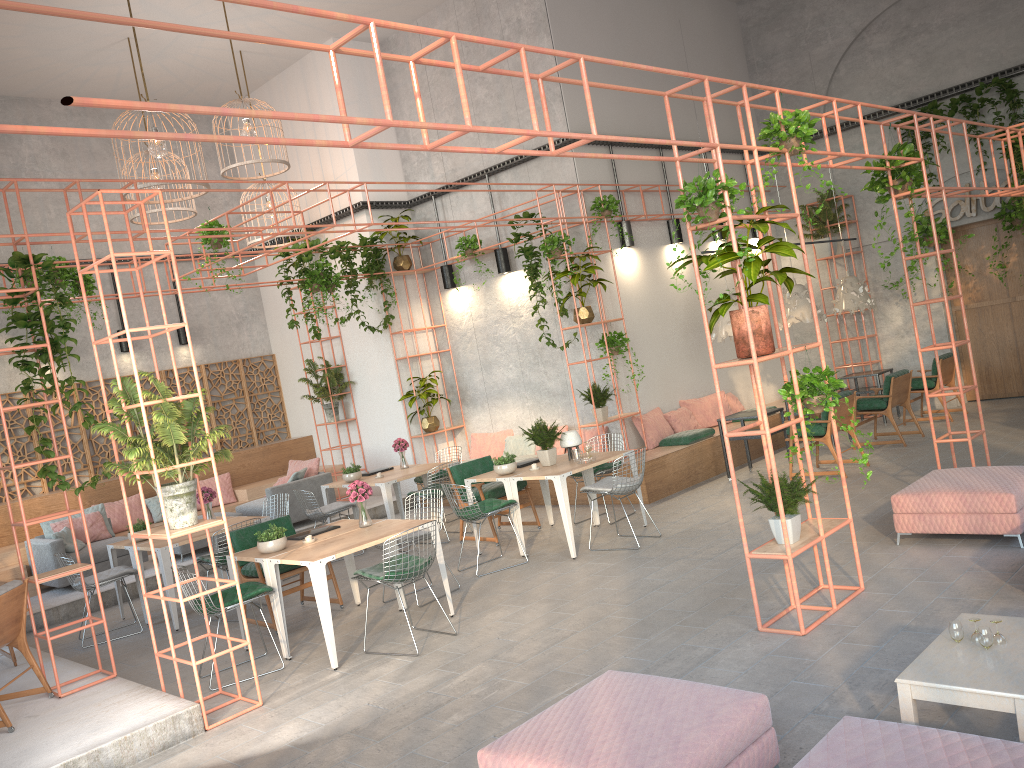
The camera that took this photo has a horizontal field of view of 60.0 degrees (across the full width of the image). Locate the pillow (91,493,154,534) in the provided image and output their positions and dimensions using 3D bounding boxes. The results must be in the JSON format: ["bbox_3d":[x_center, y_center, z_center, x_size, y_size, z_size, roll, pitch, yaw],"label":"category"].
[{"bbox_3d":[-5.671,1.902,12.967,0.276,0.474,0.839,-9,2,36],"label":"pillow"}]

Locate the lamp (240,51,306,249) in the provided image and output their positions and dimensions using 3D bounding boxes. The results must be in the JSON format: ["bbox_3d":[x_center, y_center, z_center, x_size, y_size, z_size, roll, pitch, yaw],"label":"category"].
[{"bbox_3d":[-3.886,-3.861,13.426,0.883,3.476,0.883,-10,2,8],"label":"lamp"}]

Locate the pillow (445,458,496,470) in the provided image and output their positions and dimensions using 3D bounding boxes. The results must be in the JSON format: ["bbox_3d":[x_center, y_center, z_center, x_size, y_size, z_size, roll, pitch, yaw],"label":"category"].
[{"bbox_3d":[-0.628,1.217,13.297,0.491,0.149,0.637,-12,3,-44],"label":"pillow"}]

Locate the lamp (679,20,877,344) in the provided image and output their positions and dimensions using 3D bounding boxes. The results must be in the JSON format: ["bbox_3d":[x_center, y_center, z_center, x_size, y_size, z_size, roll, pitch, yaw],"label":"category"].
[{"bbox_3d":[3.687,-2.788,12.301,0.704,4.052,4.456,-9,3,45],"label":"lamp"}]

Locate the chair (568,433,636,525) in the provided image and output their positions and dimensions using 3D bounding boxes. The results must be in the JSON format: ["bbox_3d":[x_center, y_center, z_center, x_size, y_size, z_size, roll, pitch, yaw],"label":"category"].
[{"bbox_3d":[1.001,1.095,10.219,0.717,0.941,0.565,-12,3,-43],"label":"chair"}]

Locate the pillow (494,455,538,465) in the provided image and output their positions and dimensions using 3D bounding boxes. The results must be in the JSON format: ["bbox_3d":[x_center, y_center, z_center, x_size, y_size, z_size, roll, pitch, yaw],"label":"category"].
[{"bbox_3d":[0.103,1.106,12.554,0.491,0.149,0.637,-12,3,-44],"label":"pillow"}]

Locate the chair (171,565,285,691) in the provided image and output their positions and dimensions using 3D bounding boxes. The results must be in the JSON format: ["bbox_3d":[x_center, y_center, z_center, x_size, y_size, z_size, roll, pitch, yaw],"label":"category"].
[{"bbox_3d":[-2.198,1.801,6.932,0.717,0.941,0.565,-12,2,-29],"label":"chair"}]

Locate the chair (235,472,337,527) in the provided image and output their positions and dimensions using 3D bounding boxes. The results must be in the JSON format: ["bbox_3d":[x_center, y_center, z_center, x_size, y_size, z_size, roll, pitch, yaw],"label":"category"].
[{"bbox_3d":[-3.319,1.734,12.997,1.127,0.672,1.052,-9,3,45],"label":"chair"}]

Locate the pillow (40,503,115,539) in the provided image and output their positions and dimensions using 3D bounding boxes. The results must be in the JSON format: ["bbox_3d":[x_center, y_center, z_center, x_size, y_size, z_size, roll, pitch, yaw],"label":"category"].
[{"bbox_3d":[-5.751,1.907,11.739,0.839,0.474,0.276,-12,3,-44],"label":"pillow"}]

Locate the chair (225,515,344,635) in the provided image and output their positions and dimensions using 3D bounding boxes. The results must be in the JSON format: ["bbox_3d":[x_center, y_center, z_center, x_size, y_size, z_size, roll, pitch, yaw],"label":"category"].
[{"bbox_3d":[-2.145,1.748,8.304,0.685,0.917,0.722,-9,3,45],"label":"chair"}]

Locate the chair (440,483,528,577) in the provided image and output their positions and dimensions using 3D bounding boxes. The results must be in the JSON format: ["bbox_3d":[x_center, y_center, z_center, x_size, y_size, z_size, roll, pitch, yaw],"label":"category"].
[{"bbox_3d":[-0.281,1.377,8.905,0.717,0.941,0.565,-12,2,-29],"label":"chair"}]

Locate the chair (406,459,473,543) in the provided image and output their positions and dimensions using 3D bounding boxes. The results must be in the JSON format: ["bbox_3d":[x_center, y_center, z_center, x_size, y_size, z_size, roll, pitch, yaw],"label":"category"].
[{"bbox_3d":[-0.908,1.427,10.858,0.717,0.941,0.565,-9,3,41],"label":"chair"}]

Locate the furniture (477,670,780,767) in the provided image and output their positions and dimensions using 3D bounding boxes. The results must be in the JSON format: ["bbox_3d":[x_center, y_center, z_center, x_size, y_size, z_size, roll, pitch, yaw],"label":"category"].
[{"bbox_3d":[0.515,1.655,3.885,0.941,0.446,0.976,-9,3,45],"label":"furniture"}]

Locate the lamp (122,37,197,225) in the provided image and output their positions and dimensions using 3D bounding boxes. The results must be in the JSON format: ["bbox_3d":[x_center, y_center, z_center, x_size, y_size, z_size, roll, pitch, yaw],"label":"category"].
[{"bbox_3d":[-5.143,-4.013,12.245,0.883,3.476,0.883,-10,2,8],"label":"lamp"}]

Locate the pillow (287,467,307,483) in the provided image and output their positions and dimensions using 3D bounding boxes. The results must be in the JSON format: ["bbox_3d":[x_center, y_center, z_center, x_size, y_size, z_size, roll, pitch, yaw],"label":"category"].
[{"bbox_3d":[-3.151,1.435,12.886,0.308,0.349,0.495,-10,2,5],"label":"pillow"}]

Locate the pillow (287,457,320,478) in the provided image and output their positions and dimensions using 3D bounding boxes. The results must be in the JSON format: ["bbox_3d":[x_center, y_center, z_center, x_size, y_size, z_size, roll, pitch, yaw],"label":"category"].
[{"bbox_3d":[-3.167,1.375,13.347,0.273,0.476,0.836,-12,3,-44],"label":"pillow"}]

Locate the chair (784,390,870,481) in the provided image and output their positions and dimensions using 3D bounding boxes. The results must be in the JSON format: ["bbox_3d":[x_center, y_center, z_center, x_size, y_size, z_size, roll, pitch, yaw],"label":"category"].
[{"bbox_3d":[3.684,0.599,10.468,0.685,0.929,0.722,-9,3,45],"label":"chair"}]

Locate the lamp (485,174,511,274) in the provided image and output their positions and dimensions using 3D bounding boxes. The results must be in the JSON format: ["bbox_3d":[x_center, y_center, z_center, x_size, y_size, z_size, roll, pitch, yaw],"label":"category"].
[{"bbox_3d":[-0.232,-2.297,12.716,0.179,1.425,0.185,-9,3,45],"label":"lamp"}]

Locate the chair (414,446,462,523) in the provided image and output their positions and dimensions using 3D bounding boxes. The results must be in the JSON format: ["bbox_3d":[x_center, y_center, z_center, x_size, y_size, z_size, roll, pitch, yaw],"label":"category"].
[{"bbox_3d":[-0.967,1.391,12.220,0.717,0.941,0.565,-12,3,-43],"label":"chair"}]

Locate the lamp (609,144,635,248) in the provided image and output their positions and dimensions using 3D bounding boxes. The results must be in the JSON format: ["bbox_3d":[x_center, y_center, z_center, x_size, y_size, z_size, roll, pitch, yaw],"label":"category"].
[{"bbox_3d":[1.477,-2.598,12.248,0.185,1.425,0.179,-9,3,45],"label":"lamp"}]

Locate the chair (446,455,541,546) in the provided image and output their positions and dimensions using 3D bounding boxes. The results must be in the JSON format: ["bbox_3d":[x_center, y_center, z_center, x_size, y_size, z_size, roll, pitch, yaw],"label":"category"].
[{"bbox_3d":[-0.227,1.325,10.277,0.685,0.917,0.722,-9,3,45],"label":"chair"}]

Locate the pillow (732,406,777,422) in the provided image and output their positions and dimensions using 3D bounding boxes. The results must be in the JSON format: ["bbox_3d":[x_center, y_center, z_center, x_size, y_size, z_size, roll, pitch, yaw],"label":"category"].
[{"bbox_3d":[3.546,0.450,13.071,0.637,0.149,0.491,-12,3,-44],"label":"pillow"}]

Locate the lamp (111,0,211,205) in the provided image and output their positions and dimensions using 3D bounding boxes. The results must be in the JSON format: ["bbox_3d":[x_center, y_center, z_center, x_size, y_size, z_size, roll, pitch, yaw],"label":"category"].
[{"bbox_3d":[-3.948,-3.707,9.275,0.883,3.476,0.883,-10,2,8],"label":"lamp"}]

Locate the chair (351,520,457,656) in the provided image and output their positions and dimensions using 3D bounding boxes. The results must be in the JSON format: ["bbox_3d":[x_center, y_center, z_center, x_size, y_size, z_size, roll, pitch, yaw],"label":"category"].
[{"bbox_3d":[-0.857,1.554,6.883,0.717,0.941,0.565,-9,3,41],"label":"chair"}]

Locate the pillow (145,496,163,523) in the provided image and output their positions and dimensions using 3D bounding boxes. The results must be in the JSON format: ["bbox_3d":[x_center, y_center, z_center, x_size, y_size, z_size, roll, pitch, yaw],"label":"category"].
[{"bbox_3d":[-5.182,1.843,13.426,0.289,0.385,0.666,-9,3,41],"label":"pillow"}]

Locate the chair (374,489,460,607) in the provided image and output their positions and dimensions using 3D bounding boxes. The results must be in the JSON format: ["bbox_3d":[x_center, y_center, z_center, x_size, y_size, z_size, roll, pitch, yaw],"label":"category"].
[{"bbox_3d":[-0.916,1.518,8.246,0.717,0.941,0.565,-12,3,-43],"label":"chair"}]

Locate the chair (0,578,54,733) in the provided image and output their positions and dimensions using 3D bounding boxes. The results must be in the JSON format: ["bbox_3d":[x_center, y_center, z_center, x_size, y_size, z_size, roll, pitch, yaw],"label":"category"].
[{"bbox_3d":[-3.770,1.934,6.197,0.685,0.914,0.722,-11,2,-5],"label":"chair"}]

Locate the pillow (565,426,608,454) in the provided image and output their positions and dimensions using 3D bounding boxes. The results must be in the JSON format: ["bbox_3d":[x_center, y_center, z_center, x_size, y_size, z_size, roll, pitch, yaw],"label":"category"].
[{"bbox_3d":[1.019,0.809,12.158,0.666,0.385,0.289,-9,3,41],"label":"pillow"}]

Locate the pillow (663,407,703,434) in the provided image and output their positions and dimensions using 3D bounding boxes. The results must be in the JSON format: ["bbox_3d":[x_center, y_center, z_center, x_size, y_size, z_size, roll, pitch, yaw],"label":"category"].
[{"bbox_3d":[2.412,0.539,12.509,0.289,0.385,0.666,-9,3,41],"label":"pillow"}]

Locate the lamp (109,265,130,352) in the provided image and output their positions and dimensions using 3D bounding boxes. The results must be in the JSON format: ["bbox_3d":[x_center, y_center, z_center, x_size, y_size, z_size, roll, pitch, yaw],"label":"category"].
[{"bbox_3d":[-6.280,-1.219,14.153,0.185,1.436,0.185,-11,2,-4],"label":"lamp"}]

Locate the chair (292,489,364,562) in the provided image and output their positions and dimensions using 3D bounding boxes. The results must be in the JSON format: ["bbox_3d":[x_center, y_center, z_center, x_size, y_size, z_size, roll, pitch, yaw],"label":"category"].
[{"bbox_3d":[-2.249,1.674,10.907,0.717,0.941,0.565,-12,2,-29],"label":"chair"}]

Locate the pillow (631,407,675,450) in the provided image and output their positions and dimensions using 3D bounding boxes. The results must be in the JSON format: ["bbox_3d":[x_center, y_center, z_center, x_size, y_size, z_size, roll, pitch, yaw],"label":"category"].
[{"bbox_3d":[1.943,0.594,12.070,0.276,0.474,0.839,-9,2,36],"label":"pillow"}]

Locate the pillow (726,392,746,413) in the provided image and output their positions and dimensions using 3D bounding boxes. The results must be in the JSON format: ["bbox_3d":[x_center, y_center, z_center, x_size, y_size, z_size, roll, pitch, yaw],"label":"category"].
[{"bbox_3d":[3.300,0.343,13.412,0.289,0.385,0.666,-9,3,41],"label":"pillow"}]

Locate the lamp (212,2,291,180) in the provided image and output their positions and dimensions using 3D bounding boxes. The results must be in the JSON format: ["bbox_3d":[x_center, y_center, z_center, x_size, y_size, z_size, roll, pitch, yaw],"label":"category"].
[{"bbox_3d":[-3.658,-4.485,11.523,0.883,3.476,0.883,-10,2,8],"label":"lamp"}]

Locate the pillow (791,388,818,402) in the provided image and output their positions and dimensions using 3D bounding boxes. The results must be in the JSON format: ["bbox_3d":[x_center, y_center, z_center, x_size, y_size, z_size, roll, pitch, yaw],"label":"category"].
[{"bbox_3d":[4.775,0.180,14.320,0.637,0.149,0.491,-12,3,-44],"label":"pillow"}]

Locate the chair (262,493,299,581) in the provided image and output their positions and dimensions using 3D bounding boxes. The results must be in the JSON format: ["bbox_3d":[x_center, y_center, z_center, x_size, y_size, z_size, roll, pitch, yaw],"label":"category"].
[{"bbox_3d":[-2.864,1.809,10.294,0.717,0.941,0.565,-12,3,-43],"label":"chair"}]

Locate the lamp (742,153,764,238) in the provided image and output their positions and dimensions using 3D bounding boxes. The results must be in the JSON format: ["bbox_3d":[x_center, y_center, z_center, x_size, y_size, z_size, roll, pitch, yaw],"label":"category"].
[{"bbox_3d":[3.983,-3.150,14.793,0.185,1.425,0.179,-9,3,45],"label":"lamp"}]

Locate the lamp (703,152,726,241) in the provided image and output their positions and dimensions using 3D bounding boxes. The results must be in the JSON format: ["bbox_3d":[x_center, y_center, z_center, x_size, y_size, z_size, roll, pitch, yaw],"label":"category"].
[{"bbox_3d":[3.145,-2.965,13.942,0.185,1.425,0.179,-9,3,45],"label":"lamp"}]

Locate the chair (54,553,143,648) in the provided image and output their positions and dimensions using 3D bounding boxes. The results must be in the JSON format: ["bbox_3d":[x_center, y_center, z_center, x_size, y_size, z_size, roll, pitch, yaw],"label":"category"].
[{"bbox_3d":[-4.145,2.091,8.980,0.717,0.941,0.565,-12,2,-29],"label":"chair"}]

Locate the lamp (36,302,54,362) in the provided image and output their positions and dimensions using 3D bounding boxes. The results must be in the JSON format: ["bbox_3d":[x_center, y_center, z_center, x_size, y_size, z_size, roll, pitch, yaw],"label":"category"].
[{"bbox_3d":[-7.104,-1.038,13.315,0.185,1.436,0.185,-11,2,-4],"label":"lamp"}]

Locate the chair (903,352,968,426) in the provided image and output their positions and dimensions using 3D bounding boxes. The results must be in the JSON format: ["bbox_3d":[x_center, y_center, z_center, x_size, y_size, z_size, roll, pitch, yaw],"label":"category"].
[{"bbox_3d":[6.113,0.065,12.936,0.685,0.930,0.722,-9,3,45],"label":"chair"}]

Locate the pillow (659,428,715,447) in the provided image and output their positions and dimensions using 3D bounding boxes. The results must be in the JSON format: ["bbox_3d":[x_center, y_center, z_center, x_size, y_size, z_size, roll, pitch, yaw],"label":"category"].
[{"bbox_3d":[2.346,0.715,11.852,0.637,0.149,0.491,-12,3,-44],"label":"pillow"}]

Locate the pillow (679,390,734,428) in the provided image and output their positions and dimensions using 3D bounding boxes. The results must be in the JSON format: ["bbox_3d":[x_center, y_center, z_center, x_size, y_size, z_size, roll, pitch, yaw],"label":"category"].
[{"bbox_3d":[2.861,0.394,12.941,0.839,0.474,0.276,-11,2,-24],"label":"pillow"}]

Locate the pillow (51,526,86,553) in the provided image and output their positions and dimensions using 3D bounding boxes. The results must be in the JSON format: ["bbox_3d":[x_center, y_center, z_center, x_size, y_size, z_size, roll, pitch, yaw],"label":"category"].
[{"bbox_3d":[-5.595,1.978,11.246,0.307,0.324,0.499,-11,2,-10],"label":"pillow"}]

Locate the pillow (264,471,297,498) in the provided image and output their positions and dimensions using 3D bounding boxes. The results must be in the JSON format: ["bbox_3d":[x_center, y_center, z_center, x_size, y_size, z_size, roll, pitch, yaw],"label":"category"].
[{"bbox_3d":[-3.424,1.492,13.245,0.479,0.317,0.441,-10,2,27],"label":"pillow"}]

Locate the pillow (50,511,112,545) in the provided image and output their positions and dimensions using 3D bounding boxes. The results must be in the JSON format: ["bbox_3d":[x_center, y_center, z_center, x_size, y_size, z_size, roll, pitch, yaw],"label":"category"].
[{"bbox_3d":[-5.649,1.925,11.624,0.666,0.385,0.289,-12,3,-44],"label":"pillow"}]

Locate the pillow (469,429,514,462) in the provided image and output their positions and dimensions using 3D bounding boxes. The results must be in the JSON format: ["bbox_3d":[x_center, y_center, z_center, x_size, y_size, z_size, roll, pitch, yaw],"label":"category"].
[{"bbox_3d":[-0.317,0.961,13.536,0.839,0.474,0.276,-9,2,36],"label":"pillow"}]

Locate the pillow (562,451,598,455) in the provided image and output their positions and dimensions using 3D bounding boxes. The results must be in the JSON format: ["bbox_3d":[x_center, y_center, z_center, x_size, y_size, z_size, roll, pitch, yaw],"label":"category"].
[{"bbox_3d":[0.813,1.000,11.832,0.491,0.149,0.637,-12,3,-44],"label":"pillow"}]

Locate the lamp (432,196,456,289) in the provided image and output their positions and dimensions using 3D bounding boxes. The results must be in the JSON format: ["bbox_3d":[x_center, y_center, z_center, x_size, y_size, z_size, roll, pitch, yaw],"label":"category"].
[{"bbox_3d":[-1.075,-2.170,13.573,0.179,1.425,0.185,-9,3,45],"label":"lamp"}]

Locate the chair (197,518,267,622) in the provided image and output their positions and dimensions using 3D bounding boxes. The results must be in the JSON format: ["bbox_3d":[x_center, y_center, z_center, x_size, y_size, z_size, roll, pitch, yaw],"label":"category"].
[{"bbox_3d":[-2.804,1.844,8.931,0.717,0.941,0.565,-9,3,41],"label":"chair"}]

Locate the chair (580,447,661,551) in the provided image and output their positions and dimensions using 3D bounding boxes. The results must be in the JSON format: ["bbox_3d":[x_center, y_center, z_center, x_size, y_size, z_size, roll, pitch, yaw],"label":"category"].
[{"bbox_3d":[1.061,1.130,8.856,0.717,0.941,0.565,-9,3,41],"label":"chair"}]

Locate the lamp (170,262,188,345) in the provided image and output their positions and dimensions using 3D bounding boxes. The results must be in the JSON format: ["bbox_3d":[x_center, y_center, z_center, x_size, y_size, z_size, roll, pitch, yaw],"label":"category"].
[{"bbox_3d":[-5.601,-1.369,14.842,0.185,1.436,0.179,-9,3,45],"label":"lamp"}]

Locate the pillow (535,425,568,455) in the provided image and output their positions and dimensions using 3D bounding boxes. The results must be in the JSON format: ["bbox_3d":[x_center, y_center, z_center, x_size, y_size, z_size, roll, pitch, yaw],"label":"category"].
[{"bbox_3d":[0.546,0.833,12.598,0.276,0.474,0.839,-11,2,-24],"label":"pillow"}]

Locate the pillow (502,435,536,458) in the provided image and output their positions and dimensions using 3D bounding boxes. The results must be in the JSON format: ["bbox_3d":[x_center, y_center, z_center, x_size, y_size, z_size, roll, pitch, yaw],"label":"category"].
[{"bbox_3d":[0.125,0.944,13.067,0.666,0.385,0.289,-9,3,41],"label":"pillow"}]

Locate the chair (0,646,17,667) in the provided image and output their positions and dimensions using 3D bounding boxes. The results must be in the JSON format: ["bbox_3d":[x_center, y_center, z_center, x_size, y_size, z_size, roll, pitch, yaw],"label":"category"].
[{"bbox_3d":[-4.825,2.071,7.675,0.685,0.929,0.722,-9,3,45],"label":"chair"}]

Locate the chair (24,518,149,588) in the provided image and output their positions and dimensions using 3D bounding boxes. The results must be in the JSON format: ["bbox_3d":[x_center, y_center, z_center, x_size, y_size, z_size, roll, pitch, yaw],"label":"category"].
[{"bbox_3d":[-5.467,2.143,11.397,1.056,0.586,1.127,-9,3,45],"label":"chair"}]

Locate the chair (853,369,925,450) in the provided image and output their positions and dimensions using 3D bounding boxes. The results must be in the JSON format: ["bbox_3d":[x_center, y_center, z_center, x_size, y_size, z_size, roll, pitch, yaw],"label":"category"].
[{"bbox_3d":[4.912,0.329,11.715,0.685,0.930,0.722,-9,3,45],"label":"chair"}]

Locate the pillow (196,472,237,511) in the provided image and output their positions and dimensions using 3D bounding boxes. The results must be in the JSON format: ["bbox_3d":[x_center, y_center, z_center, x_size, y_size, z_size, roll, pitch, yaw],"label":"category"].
[{"bbox_3d":[-4.783,1.707,13.869,0.839,0.474,0.276,-11,2,-24],"label":"pillow"}]

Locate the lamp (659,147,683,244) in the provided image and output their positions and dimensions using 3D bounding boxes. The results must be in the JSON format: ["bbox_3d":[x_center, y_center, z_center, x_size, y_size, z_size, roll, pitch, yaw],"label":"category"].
[{"bbox_3d":[2.315,-2.783,13.099,0.185,1.425,0.179,-9,3,45],"label":"lamp"}]
